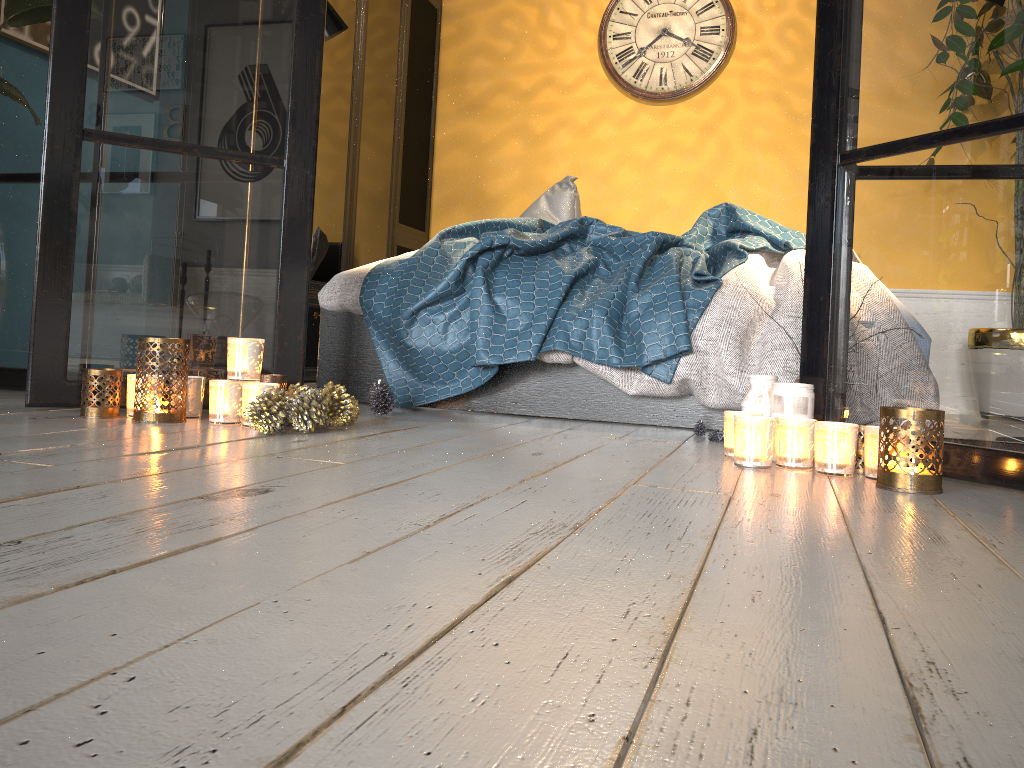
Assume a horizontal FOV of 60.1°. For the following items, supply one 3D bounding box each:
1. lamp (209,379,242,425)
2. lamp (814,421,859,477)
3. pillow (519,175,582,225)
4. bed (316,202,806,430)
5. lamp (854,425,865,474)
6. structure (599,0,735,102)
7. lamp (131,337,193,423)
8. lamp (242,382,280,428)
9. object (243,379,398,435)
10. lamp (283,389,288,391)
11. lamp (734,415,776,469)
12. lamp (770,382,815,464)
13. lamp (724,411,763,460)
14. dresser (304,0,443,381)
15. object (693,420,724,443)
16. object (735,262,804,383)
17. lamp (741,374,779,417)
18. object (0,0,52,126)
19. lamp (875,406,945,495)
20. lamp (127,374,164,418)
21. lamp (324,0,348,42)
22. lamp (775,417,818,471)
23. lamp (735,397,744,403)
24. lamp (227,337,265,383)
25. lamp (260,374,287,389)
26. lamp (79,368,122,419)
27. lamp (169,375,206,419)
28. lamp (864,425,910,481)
[{"bbox_3d":[-0.649,0.042,2.011,0.080,0.099,0.081,3,0,-32],"label":"lamp"},{"bbox_3d":[0.618,0.124,1.691,0.080,0.099,0.081,3,0,-32],"label":"lamp"},{"bbox_3d":[0.149,-0.667,4.131,0.783,0.599,0.498,4,0,23],"label":"pillow"},{"bbox_3d":[0.546,-0.299,3.543,1.899,0.770,2.321,4,2,18],"label":"bed"},{"bbox_3d":[0.694,0.129,1.755,0.063,0.091,0.063,3,0,-1],"label":"lamp"},{"bbox_3d":[0.821,-1.878,4.740,0.727,0.725,0.070,3,-1,17],"label":"structure"},{"bbox_3d":[-0.787,-0.010,1.988,0.115,0.187,0.114,3,0,16],"label":"lamp"},{"bbox_3d":[-0.564,0.048,1.977,0.080,0.099,0.081,3,0,-32],"label":"lamp"},{"bbox_3d":[-0.435,0.046,2.147,0.192,0.118,0.717,3,2,6],"label":"object"},{"bbox_3d":[-0.562,0.053,2.089,0.069,0.080,0.069,3,0,25],"label":"lamp"},{"bbox_3d":[0.476,0.114,1.741,0.080,0.099,0.081,3,0,-32],"label":"lamp"},{"bbox_3d":[0.590,0.082,1.866,0.089,0.167,0.092,3,-1,-16],"label":"lamp"},{"bbox_3d":[0.488,0.109,1.874,0.080,0.099,0.081,3,0,-18],"label":"lamp"},{"bbox_3d":[-0.944,-1.355,4.520,0.638,2.620,1.430,3,-1,17],"label":"dresser"},{"bbox_3d":[0.532,0.125,2.228,0.087,0.053,0.326,3,2,-19],"label":"object"},{"bbox_3d":[0.795,-0.094,2.152,0.278,0.522,0.438,3,0,-32],"label":"object"},{"bbox_3d":[0.559,0.070,1.980,0.092,0.180,0.092,3,-1,38],"label":"lamp"},{"bbox_3d":[-0.055,-0.761,1.709,3.899,1.797,1.009,4,0,17],"label":"object"},{"bbox_3d":[0.696,0.113,1.545,0.107,0.141,0.107,3,0,-19],"label":"lamp"},{"bbox_3d":[-0.854,0.028,2.057,0.080,0.099,0.081,3,0,-32],"label":"lamp"},{"bbox_3d":[-0.772,-0.720,2.900,0.402,1.527,0.232,4,-2,-43],"label":"lamp"},{"bbox_3d":[0.563,0.118,1.759,0.080,0.099,0.081,3,0,-32],"label":"lamp"},{"bbox_3d":[0.625,0.090,2.204,0.108,0.131,0.096,3,0,-12],"label":"lamp"},{"bbox_3d":[-0.602,-0.054,1.995,0.080,0.099,0.081,3,0,-32],"label":"lamp"},{"bbox_3d":[-0.612,0.030,2.242,0.081,0.106,0.080,3,0,17],"label":"lamp"},{"bbox_3d":[-0.936,0.021,2.018,0.084,0.110,0.084,3,0,-7],"label":"lamp"},{"bbox_3d":[-0.769,0.031,2.092,0.080,0.099,0.081,3,0,-32],"label":"lamp"},{"bbox_3d":[0.695,0.130,1.645,0.080,0.099,0.081,3,0,-32],"label":"lamp"}]
